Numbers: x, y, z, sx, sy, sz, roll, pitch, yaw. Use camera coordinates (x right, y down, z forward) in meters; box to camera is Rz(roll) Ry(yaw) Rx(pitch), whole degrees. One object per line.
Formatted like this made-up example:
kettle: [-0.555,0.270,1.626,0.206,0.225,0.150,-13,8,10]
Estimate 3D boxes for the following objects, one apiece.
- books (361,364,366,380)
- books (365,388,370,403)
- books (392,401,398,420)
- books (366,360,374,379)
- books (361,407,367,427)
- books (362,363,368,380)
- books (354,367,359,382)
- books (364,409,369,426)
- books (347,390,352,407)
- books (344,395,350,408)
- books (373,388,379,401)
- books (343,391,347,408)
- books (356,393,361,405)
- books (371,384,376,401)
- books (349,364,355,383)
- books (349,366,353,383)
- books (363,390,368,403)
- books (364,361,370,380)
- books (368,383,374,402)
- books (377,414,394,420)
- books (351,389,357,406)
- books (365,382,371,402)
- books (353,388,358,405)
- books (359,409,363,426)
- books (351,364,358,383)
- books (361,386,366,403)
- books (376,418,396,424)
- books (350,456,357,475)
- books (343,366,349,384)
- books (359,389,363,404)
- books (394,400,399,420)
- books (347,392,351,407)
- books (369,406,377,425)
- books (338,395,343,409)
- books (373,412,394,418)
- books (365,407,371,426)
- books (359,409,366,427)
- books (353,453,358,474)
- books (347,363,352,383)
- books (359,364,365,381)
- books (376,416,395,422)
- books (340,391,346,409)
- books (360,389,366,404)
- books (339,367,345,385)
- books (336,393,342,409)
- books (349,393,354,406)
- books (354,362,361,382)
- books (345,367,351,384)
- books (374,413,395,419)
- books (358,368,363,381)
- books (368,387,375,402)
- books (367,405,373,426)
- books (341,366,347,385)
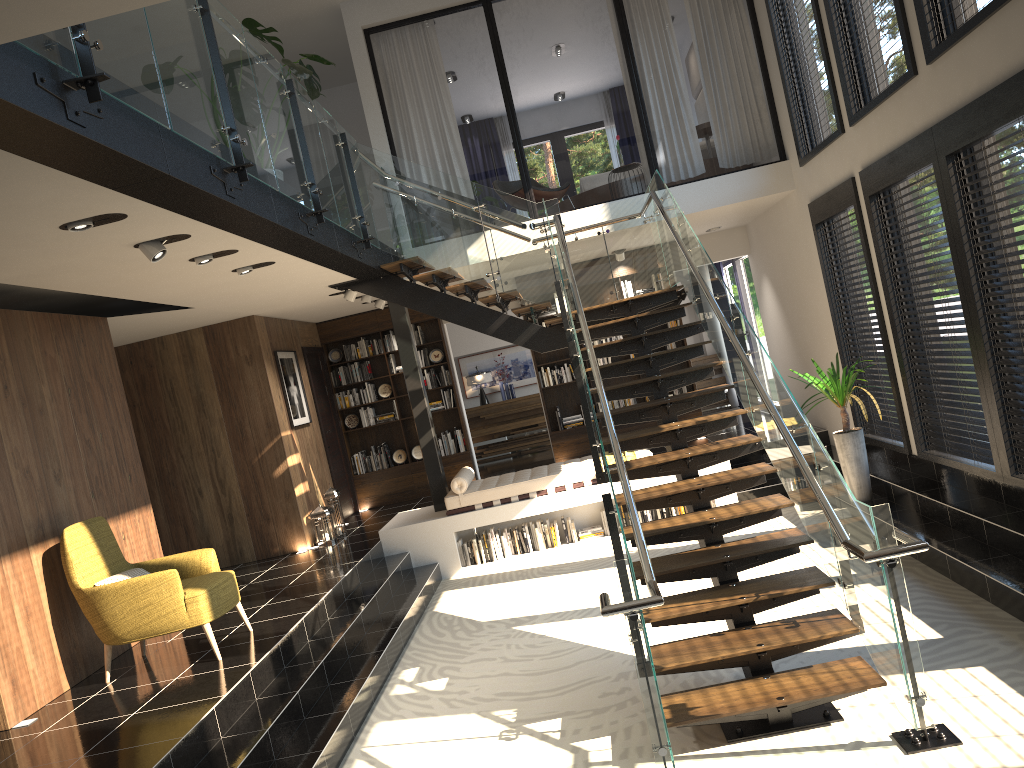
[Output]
books: [-2.062,-0.164,12.422,0.014,0.230,0.172,-12,2,4]
books: [-2.009,0.154,12.449,0.027,0.214,0.159,-12,2,4]
books: [-1.623,0.370,12.424,0.032,0.262,0.157,-12,2,4]
books: [-1.994,-0.198,12.427,0.035,0.267,0.133,-12,2,4]
books: [-2.058,0.460,12.434,0.018,0.275,0.144,-12,2,4]
books: [-2.045,-0.174,12.426,0.024,0.243,0.144,-12,2,4]
books: [-2.162,-0.137,12.432,0.024,0.220,0.123,-12,2,4]
books: [-2.029,0.469,12.458,0.032,0.245,0.120,-12,2,4]
books: [-2.264,0.200,12.476,0.019,0.236,0.139,-12,2,4]
books: [-2.303,0.243,12.466,0.037,0.169,0.148,-12,2,4]
books: [-1.906,0.149,12.432,0.015,0.181,0.136,-12,2,4]
books: [-2.336,0.218,12.486,0.018,0.232,0.123,-12,2,4]
books: [-2.141,0.208,12.447,0.026,0.167,0.173,-12,1,4]
books: [-1.931,0.122,12.443,0.023,0.245,0.133,-12,2,4]
books: [-2.220,-0.146,12.412,0.019,0.264,0.175,-12,2,4]
books: [-2.237,-0.138,12.433,0.018,0.256,0.172,-12,2,4]
books: [-2.033,0.171,12.427,0.025,0.194,0.172,-12,1,4]
books: [-2.023,-0.190,12.429,0.025,0.263,0.147,-12,2,4]
books: [-1.956,0.120,12.423,0.021,0.260,0.197,-12,2,4]
books: [-1.772,0.466,12.439,0.244,0.033,0.142,-13,1,0]
books: [-2.204,0.187,12.458,0.036,0.235,0.169,-12,2,4]
books: [-1.996,0.116,12.422,0.018,0.284,0.197,-12,2,4]
books: [-2.175,0.180,12.435,0.026,0.237,0.164,-12,2,4]
books: [-2.100,0.475,12.463,0.020,0.264,0.152,-12,2,4]
books: [-2.193,-0.148,12.437,0.032,0.255,0.160,-12,2,4]
books: [-2.060,0.151,12.440,0.020,0.243,0.154,-12,2,4]
books: [-1.760,0.518,12.438,0.262,0.032,0.154,-12,1,6]
books: [-2.213,1.146,12.517,0.032,0.262,0.194,-12,2,4]
books: [-2.313,-0.124,12.430,0.027,0.261,0.181,-12,2,4]
books: [-2.108,0.175,12.452,0.053,0.216,0.151,-12,2,4]
books: [-1.603,0.354,12.397,0.018,0.286,0.157,-12,2,4]
books: [-2.279,0.217,12.485,0.018,0.208,0.126,-12,2,4]
books: [-1.945,0.446,12.456,0.030,0.253,0.138,-12,2,4]
books: [-2.384,0.249,12.473,0.045,0.192,0.164,-12,2,4]
books: [-1.782,0.428,12.418,0.292,0.013,0.187,-12,1,6]
books: [-2.004,0.453,12.450,0.024,0.265,0.147,-12,2,4]
books: [-2.079,0.474,12.425,0.026,0.257,0.192,-12,2,4]
books: [-2.185,1.126,12.521,0.032,0.288,0.179,-12,2,4]
books: [-2.256,-0.150,12.436,0.015,0.288,0.154,-12,2,4]
books: [-2.083,-0.165,12.436,0.028,0.240,0.148,-12,2,4]
books: [-1.766,0.492,12.440,0.266,0.021,0.152,-13,1,2]
books: [-2.358,0.222,12.441,0.022,0.235,0.194,-12,2,4]
books: [-2.075,0.174,12.415,0.016,0.206,0.204,-12,1,4]
books: [-2.363,-0.110,12.433,0.035,0.255,0.183,-12,2,4]
books: [-2.424,0.241,12.481,0.030,0.224,0.165,-12,2,4]
books: [-2.233,0.222,12.447,0.035,0.181,0.164,-12,1,4]
books: [-2.141,-0.168,12.415,0.033,0.273,0.189,-12,2,4]
books: [-2.280,-0.122,12.409,0.039,0.243,0.179,-12,2,4]
books: [-1.779,0.442,12.426,0.293,0.016,0.174,-13,1,3]
books: [-2.105,-0.133,12.403,0.025,0.188,0.181,-12,1,4]
books: [-1.969,0.148,12.437,0.018,0.211,0.157,-12,2,4]
books: [-1.979,0.440,12.440,0.032,0.279,0.133,-12,2,4]
books: [-2.337,-0.122,12.427,0.022,0.267,0.197,-12,2,4]
